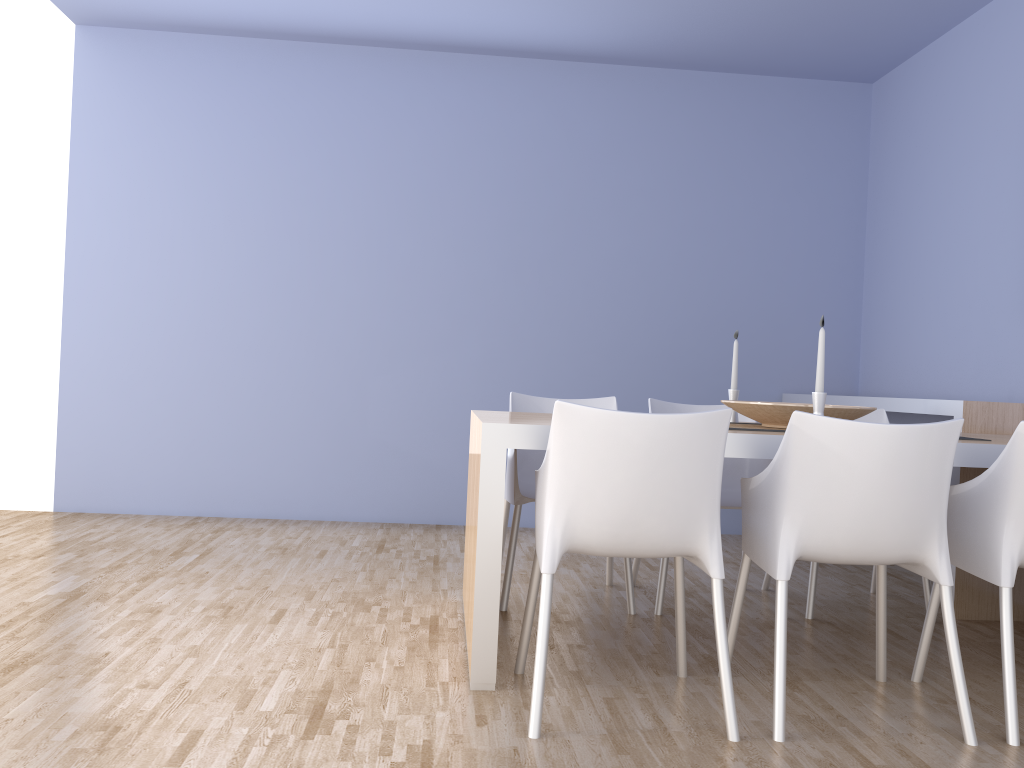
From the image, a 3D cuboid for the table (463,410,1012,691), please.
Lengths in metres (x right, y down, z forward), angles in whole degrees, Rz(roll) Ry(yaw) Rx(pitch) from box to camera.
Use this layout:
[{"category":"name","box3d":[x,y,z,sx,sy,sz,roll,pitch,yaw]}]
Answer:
[{"category":"table","box3d":[1.031,0.513,2.964,2.340,0.718,1.002,3,0,-4]}]

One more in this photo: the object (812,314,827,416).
[{"category":"object","box3d":[0.890,-0.027,2.561,0.045,0.349,0.045,3,0,-4]}]

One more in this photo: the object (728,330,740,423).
[{"category":"object","box3d":[0.833,-0.031,3.319,0.045,0.349,0.045,3,0,37]}]

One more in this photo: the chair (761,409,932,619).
[{"category":"chair","box3d":[1.349,0.490,3.562,0.510,0.793,0.486,3,0,-4]}]

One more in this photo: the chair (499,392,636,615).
[{"category":"chair","box3d":[0.205,0.438,3.475,0.510,0.793,0.486,3,0,-4]}]

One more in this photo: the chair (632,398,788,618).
[{"category":"chair","box3d":[0.777,0.464,3.518,0.510,0.793,0.486,3,0,-4]}]

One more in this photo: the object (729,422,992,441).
[{"category":"object","box3d":[0.942,0.148,2.947,0.986,0.005,0.594,3,0,-5]}]

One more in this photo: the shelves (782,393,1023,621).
[{"category":"shelves","box3d":[1.950,0.494,3.306,0.463,0.840,3.901,3,0,-4]}]

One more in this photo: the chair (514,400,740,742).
[{"category":"chair","box3d":[0.292,0.443,2.331,0.510,0.793,0.486,3,0,-4]}]

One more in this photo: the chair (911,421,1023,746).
[{"category":"chair","box3d":[1.470,0.497,2.421,0.510,0.793,0.486,3,0,-4]}]

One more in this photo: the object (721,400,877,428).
[{"category":"object","box3d":[0.946,0.106,2.950,0.493,0.081,0.493,3,0,14]}]

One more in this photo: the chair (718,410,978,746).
[{"category":"chair","box3d":[0.885,0.470,2.376,0.510,0.793,0.486,3,0,-4]}]
